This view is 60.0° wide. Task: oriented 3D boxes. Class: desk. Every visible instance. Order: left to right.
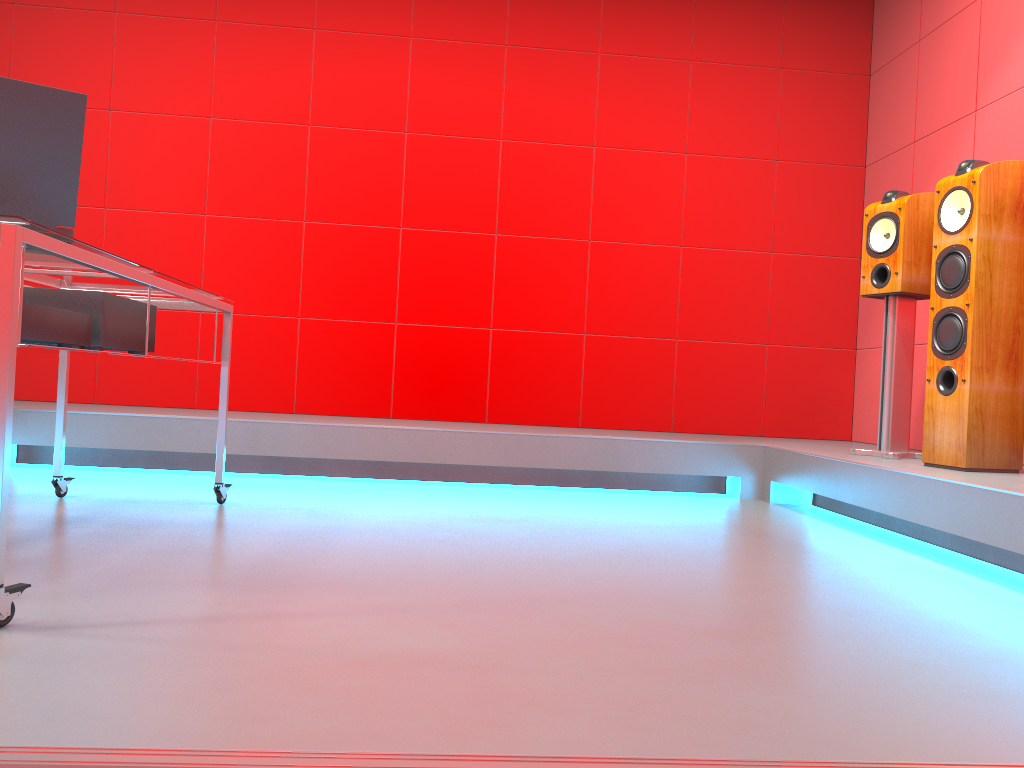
[{"bbox_3d":[-1.175,0.050,2.240,0.594,0.690,1.617,3,0,-5],"label":"desk"}]

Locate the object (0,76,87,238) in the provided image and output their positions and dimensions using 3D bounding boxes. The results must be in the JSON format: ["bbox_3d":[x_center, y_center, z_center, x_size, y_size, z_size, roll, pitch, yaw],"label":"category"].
[{"bbox_3d":[-1.069,-0.434,1.768,0.342,0.285,0.340,3,0,-35],"label":"object"}]

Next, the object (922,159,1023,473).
[{"bbox_3d":[1.589,-0.233,3.026,0.238,1.052,0.203,3,0,-15],"label":"object"}]

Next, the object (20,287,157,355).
[{"bbox_3d":[-1.247,-0.167,2.457,0.371,0.158,0.431,3,0,-5],"label":"object"}]

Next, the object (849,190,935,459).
[{"bbox_3d":[1.546,-0.237,3.541,0.265,1.058,0.231,3,0,-25],"label":"object"}]

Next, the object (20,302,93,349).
[{"bbox_3d":[-1.205,-0.133,1.966,0.365,0.092,0.435,3,0,-5],"label":"object"}]
